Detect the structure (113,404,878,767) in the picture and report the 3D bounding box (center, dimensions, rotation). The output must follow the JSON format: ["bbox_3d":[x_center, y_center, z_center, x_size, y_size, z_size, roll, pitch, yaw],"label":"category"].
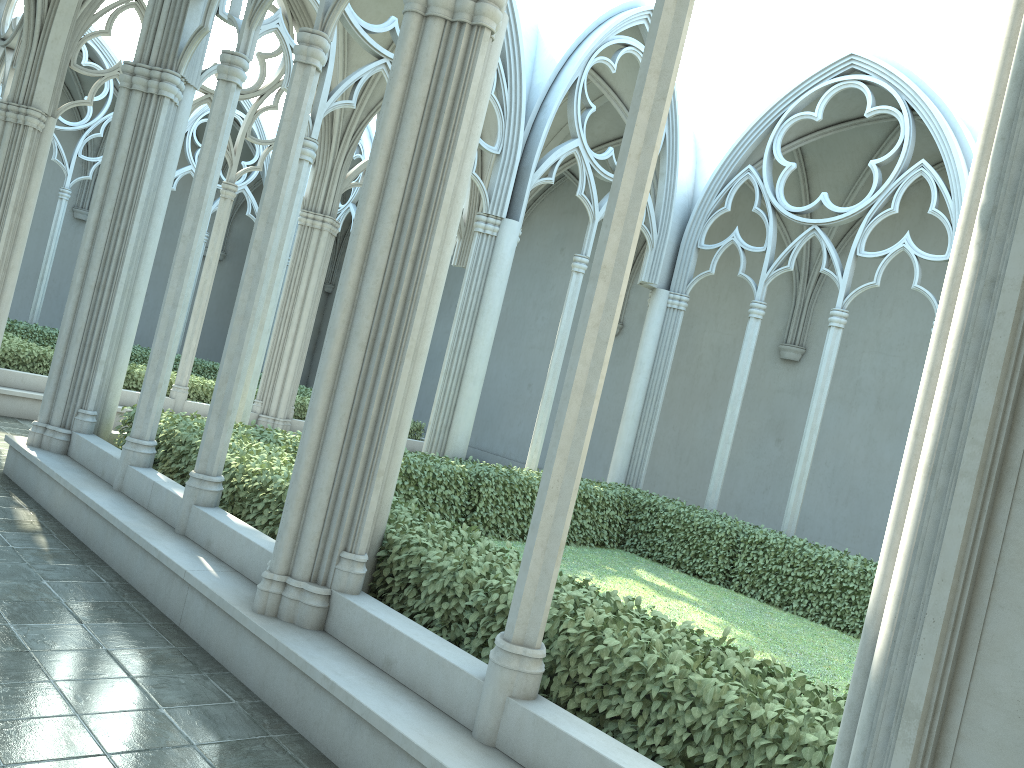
[{"bbox_3d":[1.576,1.871,8.357,7.995,0.963,8.018,14,-1,-43],"label":"structure"}]

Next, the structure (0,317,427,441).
[{"bbox_3d":[-7.186,-0.103,17.845,7.995,0.963,8.018,14,-1,-43],"label":"structure"}]
